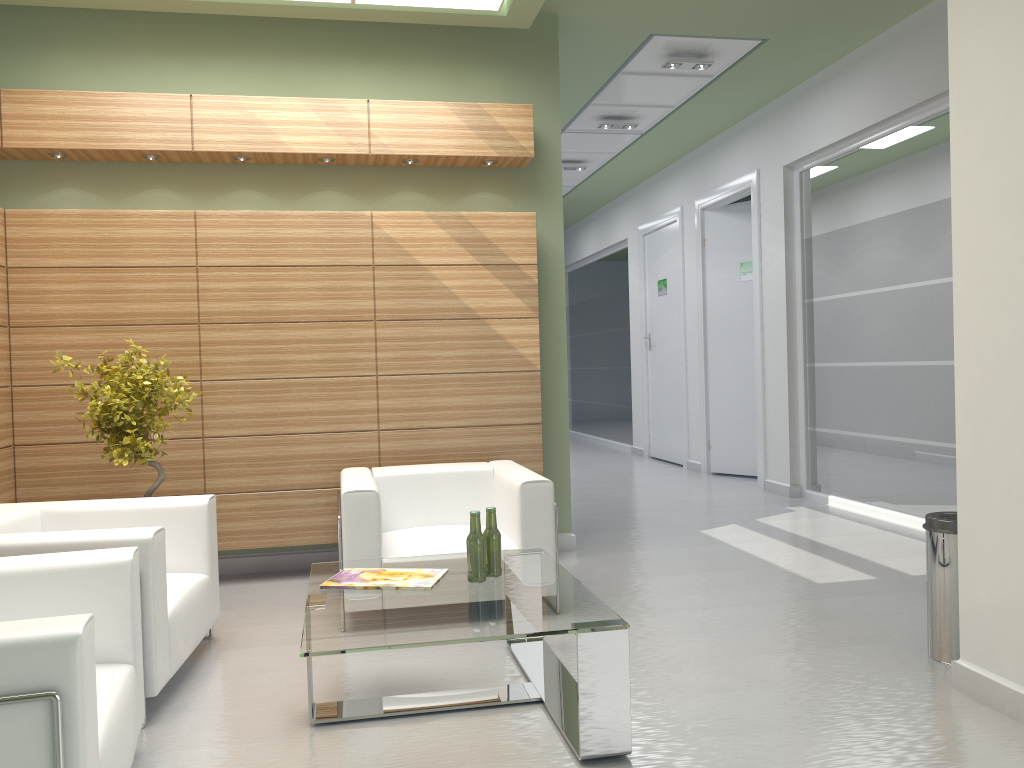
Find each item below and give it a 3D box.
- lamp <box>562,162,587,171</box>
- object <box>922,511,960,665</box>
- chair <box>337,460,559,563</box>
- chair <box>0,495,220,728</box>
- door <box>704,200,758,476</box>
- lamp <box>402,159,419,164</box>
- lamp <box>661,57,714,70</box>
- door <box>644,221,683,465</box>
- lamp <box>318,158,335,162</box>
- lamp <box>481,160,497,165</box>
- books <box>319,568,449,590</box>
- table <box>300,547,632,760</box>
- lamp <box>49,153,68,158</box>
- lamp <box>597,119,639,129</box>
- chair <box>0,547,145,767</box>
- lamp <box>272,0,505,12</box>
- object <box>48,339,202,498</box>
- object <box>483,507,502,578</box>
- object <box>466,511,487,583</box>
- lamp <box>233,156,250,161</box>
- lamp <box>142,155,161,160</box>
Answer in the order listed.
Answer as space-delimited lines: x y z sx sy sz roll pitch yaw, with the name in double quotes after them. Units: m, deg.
1.189 -4.494 18.246 0.657 0.159 0.286 -2 1 -11 "lamp"
3.249 1.470 6.426 0.483 1.027 0.482 -3 1 -40 "object"
-0.673 1.450 8.373 1.894 1.234 1.802 -2 1 -11 "chair"
-3.194 1.560 6.409 1.769 1.234 1.894 -2 1 -6 "chair"
4.490 -0.835 16.362 0.134 5.083 2.089 -3 1 -41 "door"
-1.125 -2.487 9.803 0.181 0.074 0.181 -1 1 39 "lamp"
2.395 -4.412 12.124 0.657 0.159 0.286 -2 1 -11 "lamp"
3.296 -0.859 19.394 0.250 5.083 2.089 -2 1 -11 "door"
-2.011 -2.458 9.629 0.181 0.074 0.181 -2 1 -17 "lamp"
-0.257 -2.515 9.974 0.181 0.074 0.181 -2 1 -17 "lamp"
-0.863 1.334 6.076 0.762 0.025 0.508 -1 1 9 "books"
-0.424 1.712 5.809 1.783 0.742 2.197 -2 1 -11 "table"
-4.658 -2.372 9.108 0.181 0.074 0.181 -2 1 -17 "lamp"
1.805 -4.452 15.118 0.657 0.159 0.286 -2 1 -11 "lamp"
-2.761 1.592 4.125 1.802 1.234 1.894 -2 1 -16 "chair"
-1.888 -3.988 6.443 4.571 0.325 5.060 -2 1 -11 "lamp"
-3.488 0.863 8.007 1.201 2.565 1.116 -3 2 -43 "object"
-0.139 1.087 6.113 0.131 0.475 0.131 -1 2 44 "object"
-0.242 1.093 5.969 0.131 0.475 0.131 -1 2 44 "object"
-2.885 -2.429 9.457 0.181 0.074 0.181 -1 1 39 "lamp"
-3.777 -2.400 9.281 0.181 0.074 0.181 -2 1 -17 "lamp"
